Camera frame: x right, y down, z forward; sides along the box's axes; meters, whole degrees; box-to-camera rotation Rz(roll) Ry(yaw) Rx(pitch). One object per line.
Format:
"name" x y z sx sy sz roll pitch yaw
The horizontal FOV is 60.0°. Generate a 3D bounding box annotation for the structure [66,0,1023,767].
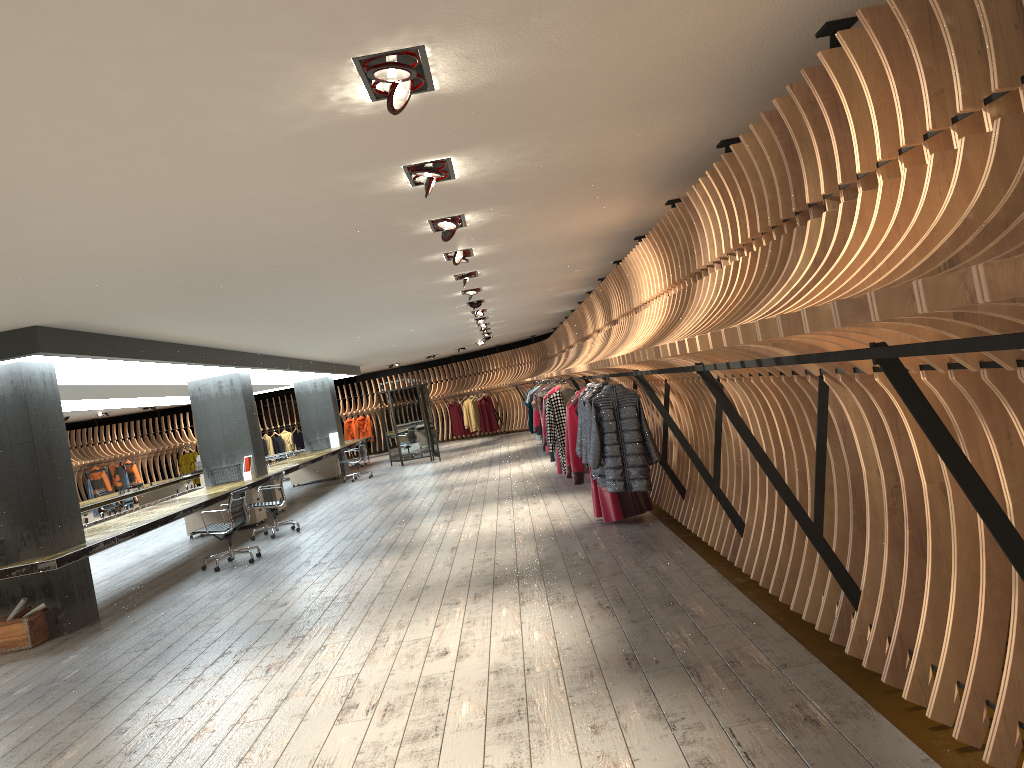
"structure" -5.755 1.291 12.172 14.882 2.440 36.547 -11 0 -1

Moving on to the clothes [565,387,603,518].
"clothes" 0.881 0.664 8.733 0.838 1.312 0.321 -11 -1 28

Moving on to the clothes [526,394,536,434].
"clothes" 0.781 0.790 22.216 0.677 1.435 0.203 -10 -1 -11

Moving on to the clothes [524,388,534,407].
"clothes" 0.692 0.553 21.494 0.737 0.971 0.167 -11 -1 8

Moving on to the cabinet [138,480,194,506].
"cabinet" -8.206 2.732 21.121 1.131 0.630 0.593 -11 0 -1

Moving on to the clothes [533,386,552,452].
"clothes" 0.806 0.671 17.393 0.839 1.312 0.321 -11 -1 8

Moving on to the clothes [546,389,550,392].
"clothes" 0.832 0.810 15.281 0.277 1.543 0.316 -11 -1 -2

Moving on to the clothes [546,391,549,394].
"clothes" 0.760 0.476 14.706 0.278 0.767 0.263 -11 -1 7

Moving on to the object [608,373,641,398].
"object" 0.791 0.026 6.900 0.439 0.226 0.010 -11 -1 39

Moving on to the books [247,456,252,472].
"books" -4.339 1.392 14.717 0.048 0.368 0.215 -11 -1 0

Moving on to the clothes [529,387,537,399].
"clothes" 0.793 0.572 20.111 0.733 1.106 0.165 -11 -1 4

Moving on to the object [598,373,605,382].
"object" 0.800 0.026 7.544 0.438 0.242 0.016 -11 -1 24

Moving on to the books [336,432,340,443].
"books" -4.448 1.411 22.282 0.215 0.368 0.047 -11 -1 -1

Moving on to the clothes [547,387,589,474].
"clothes" 0.834 0.613 11.975 0.773 1.161 0.191 -10 -1 -10

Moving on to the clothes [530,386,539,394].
"clothes" 0.739 0.582 19.920 0.733 1.106 0.165 -11 -1 -1

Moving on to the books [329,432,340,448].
"books" -4.447 1.411 22.212 0.215 0.368 0.073 -11 -1 -1

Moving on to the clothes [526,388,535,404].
"clothes" 0.721 0.530 20.895 0.734 0.938 0.164 -11 -1 3

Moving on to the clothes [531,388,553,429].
"clothes" 0.770 0.563 16.553 0.760 1.030 0.179 -10 -1 -15

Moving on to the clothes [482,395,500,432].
"clothes" -0.673 0.900 27.144 0.444 1.129 0.126 -10 -1 -28

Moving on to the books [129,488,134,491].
"books" -8.237 2.284 19.224 0.213 0.026 0.366 -11 0 0

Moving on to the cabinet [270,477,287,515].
"cabinet" -4.684 2.078 15.793 1.131 0.630 0.593 -11 0 -1

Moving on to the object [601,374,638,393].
"object" 0.803 0.030 7.266 0.438 0.244 0.010 -11 -1 -1

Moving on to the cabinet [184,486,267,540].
"cabinet" -4.673 2.077 14.440 1.131 0.630 0.593 -11 0 -1

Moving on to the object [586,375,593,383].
"object" 0.797 0.055 8.485 0.523 0.291 0.015 -11 -1 9

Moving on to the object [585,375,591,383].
"object" 0.786 0.047 8.759 0.524 0.270 0.012 -11 -1 29

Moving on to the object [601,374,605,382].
"object" 0.771 0.029 7.386 0.439 0.226 0.010 -11 -1 24

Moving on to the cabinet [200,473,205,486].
"cabinet" -8.236 2.735 24.822 0.593 0.630 1.131 -11 0 -1

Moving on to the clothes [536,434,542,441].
"clothes" 0.781 0.790 21.939 0.678 1.435 0.203 -10 -1 -16

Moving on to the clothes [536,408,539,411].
"clothes" 0.784 0.562 16.775 0.760 1.020 0.187 -11 -1 0

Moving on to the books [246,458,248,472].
"books" -4.361 1.396 14.716 0.048 0.368 0.215 -11 -1 0

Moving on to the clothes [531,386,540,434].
"clothes" 0.785 0.563 19.355 0.715 1.088 0.256 -11 -1 -5

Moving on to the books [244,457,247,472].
"books" -4.382 1.400 14.716 0.048 0.368 0.215 -11 -1 0

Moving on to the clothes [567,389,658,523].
"clothes" 0.954 0.655 8.456 0.839 1.317 0.318 -11 -1 7

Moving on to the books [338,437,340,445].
"books" -4.448 1.411 22.240 0.215 0.368 0.075 -11 -1 -1

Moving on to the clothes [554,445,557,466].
"clothes" 0.817 0.820 14.989 0.373 1.537 0.312 -11 -1 11

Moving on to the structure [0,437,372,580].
"structure" -6.275 2.266 16.220 4.836 0.844 18.471 -11 0 -1

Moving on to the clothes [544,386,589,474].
"clothes" 0.844 0.670 13.256 0.838 1.312 0.321 -11 -1 28

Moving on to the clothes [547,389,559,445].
"clothes" 0.829 0.613 12.491 0.772 1.161 0.191 -11 -1 20

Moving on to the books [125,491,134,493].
"books" -7.803 2.198 18.052 0.155 0.025 0.110 -11 0 -6

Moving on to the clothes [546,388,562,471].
"clothes" 0.845 0.610 12.199 0.773 1.161 0.191 -11 -1 0

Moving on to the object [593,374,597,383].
"object" 0.778 0.023 8.076 0.010 0.226 0.439 -10 -1 -41

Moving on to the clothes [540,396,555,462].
"clothes" 0.851 0.791 15.842 0.539 1.353 0.087 -11 -1 -1

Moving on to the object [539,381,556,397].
"object" 0.711 0.056 15.848 0.525 0.270 0.012 -11 -1 -1

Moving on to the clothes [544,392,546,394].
"clothes" 0.787 0.686 15.533 0.278 1.141 0.172 -11 -1 7

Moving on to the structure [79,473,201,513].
"structure" -8.083 2.604 16.413 1.162 0.844 10.449 -11 0 0

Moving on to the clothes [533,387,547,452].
"clothes" 0.805 0.671 17.682 0.840 1.312 0.321 -11 -1 -2

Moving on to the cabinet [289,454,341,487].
"cabinet" -4.857 2.106 21.845 1.131 0.630 0.593 -11 0 -1

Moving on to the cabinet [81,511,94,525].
"cabinet" -8.159 2.727 15.916 1.131 0.630 0.593 -11 0 -1

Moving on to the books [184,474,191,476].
"books" -7.839 2.202 21.430 0.155 0.025 0.110 -11 0 -6

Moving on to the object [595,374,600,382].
"object" 0.782 0.023 7.840 0.440 0.226 0.010 -11 -1 -11

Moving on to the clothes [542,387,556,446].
"clothes" 0.840 0.671 13.544 0.839 1.312 0.321 -11 -1 18

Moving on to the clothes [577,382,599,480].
"clothes" 0.790 0.405 7.793 0.501 0.854 0.244 -10 -1 -16

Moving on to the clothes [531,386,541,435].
"clothes" 0.789 0.563 18.917 0.714 1.088 0.257 -11 -1 5

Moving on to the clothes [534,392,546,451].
"clothes" 0.809 0.797 18.438 0.539 1.353 0.087 -11 -1 4

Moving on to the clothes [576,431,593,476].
"clothes" 0.817 0.414 8.073 0.744 0.854 0.166 -11 -1 44

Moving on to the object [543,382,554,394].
"object" 0.701 0.058 16.061 0.524 0.270 0.012 -11 -1 39

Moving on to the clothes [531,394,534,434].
"clothes" 0.785 0.592 19.230 0.913 1.082 0.238 -11 -1 -1
